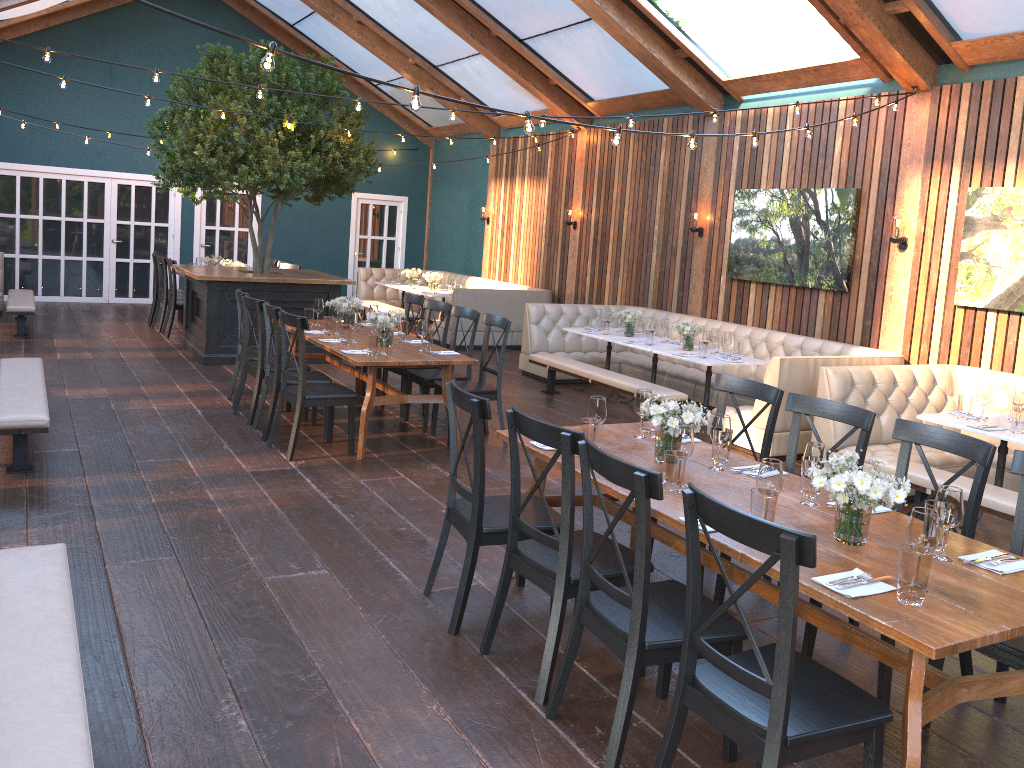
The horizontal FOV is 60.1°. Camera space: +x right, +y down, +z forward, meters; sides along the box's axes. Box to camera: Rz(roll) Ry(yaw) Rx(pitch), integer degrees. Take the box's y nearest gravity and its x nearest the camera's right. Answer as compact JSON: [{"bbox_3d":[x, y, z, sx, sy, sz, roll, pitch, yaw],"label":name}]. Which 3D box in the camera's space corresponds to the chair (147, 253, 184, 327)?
[{"bbox_3d":[-4.941,-1.352,12.737,0.539,1.013,0.481,1,8,-24],"label":"chair"}]

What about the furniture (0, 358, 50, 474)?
[{"bbox_3d":[-3.519,0.180,6.338,0.313,0.396,2.349,0,11,-29],"label":"furniture"}]

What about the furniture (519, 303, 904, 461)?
[{"bbox_3d":[1.847,-0.190,9.288,1.709,0.852,4.194,-1,11,-29],"label":"furniture"}]

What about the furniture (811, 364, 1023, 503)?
[{"bbox_3d":[4.024,0.649,5.365,1.709,0.852,4.194,-1,11,-29],"label":"furniture"}]

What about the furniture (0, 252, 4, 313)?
[{"bbox_3d":[-7.357,-1.145,11.039,1.709,0.852,4.194,-1,11,-29],"label":"furniture"}]

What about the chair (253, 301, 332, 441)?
[{"bbox_3d":[-1.711,-0.114,6.959,0.539,1.013,0.481,1,8,-26],"label":"chair"}]

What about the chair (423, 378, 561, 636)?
[{"bbox_3d":[-0.057,0.520,3.995,0.539,1.013,0.481,1,7,-22],"label":"chair"}]

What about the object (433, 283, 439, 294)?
[{"bbox_3d":[-1.158,-1.442,13.386,0.092,0.157,0.092,-3,10,-43],"label":"object"}]

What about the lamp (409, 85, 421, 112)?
[{"bbox_3d":[-0.442,-1.309,4.056,0.056,0.120,0.057,0,8,-30],"label":"lamp"}]

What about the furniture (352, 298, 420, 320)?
[{"bbox_3d":[-2.063,-1.064,14.042,0.313,0.396,2.349,0,11,-29],"label":"furniture"}]

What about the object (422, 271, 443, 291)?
[{"bbox_3d":[-1.259,-1.634,14.006,0.336,0.307,0.331,6,8,13],"label":"object"}]

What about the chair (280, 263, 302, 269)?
[{"bbox_3d":[-3.276,-1.171,12.372,0.480,1.013,0.540,11,10,43],"label":"chair"}]

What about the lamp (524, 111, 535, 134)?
[{"bbox_3d":[0.092,-1.361,4.604,0.056,0.119,0.057,1,7,-24],"label":"lamp"}]

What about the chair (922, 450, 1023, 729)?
[{"bbox_3d":[1.858,0.801,3.159,0.539,1.013,0.481,0,8,-29],"label":"chair"}]

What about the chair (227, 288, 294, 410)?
[{"bbox_3d":[-2.240,-0.323,7.937,0.539,1.013,0.481,1,8,-24],"label":"chair"}]

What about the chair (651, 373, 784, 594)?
[{"bbox_3d":[1.049,0.489,4.617,0.539,1.013,0.481,0,8,-29],"label":"chair"}]

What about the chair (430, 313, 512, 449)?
[{"bbox_3d":[-0.325,-0.040,7.095,0.539,1.013,0.481,1,8,-24],"label":"chair"}]

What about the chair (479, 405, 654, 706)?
[{"bbox_3d":[0.241,0.625,3.516,0.539,1.013,0.481,0,8,-32],"label":"chair"}]

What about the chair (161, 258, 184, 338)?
[{"bbox_3d":[-4.347,-1.146,11.796,0.539,1.013,0.481,0,8,-29],"label":"chair"}]

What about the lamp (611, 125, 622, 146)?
[{"bbox_3d":[0.610,-1.448,5.157,0.056,0.120,0.057,3,7,-10],"label":"lamp"}]

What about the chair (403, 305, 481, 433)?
[{"bbox_3d":[-0.595,-0.144,7.580,0.539,1.013,0.481,0,8,-29],"label":"chair"}]

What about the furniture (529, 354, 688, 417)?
[{"bbox_3d":[0.860,0.062,8.774,0.313,0.396,2.349,0,11,-29],"label":"furniture"}]

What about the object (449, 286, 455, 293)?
[{"bbox_3d":[-0.938,-1.507,13.845,0.092,0.157,0.092,-3,10,-43],"label":"object"}]

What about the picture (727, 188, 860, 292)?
[{"bbox_3d":[2.879,-1.533,9.225,0.065,0.990,1.664,1,9,-29],"label":"picture"}]

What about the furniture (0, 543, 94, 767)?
[{"bbox_3d":[-1.344,1.018,2.417,0.313,0.396,2.349,0,11,-29],"label":"furniture"}]

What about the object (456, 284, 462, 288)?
[{"bbox_3d":[-0.818,-1.434,13.477,0.092,0.157,0.092,-3,10,-43],"label":"object"}]

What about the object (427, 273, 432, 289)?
[{"bbox_3d":[-1.342,-1.674,14.392,0.092,0.243,0.093,6,7,18],"label":"object"}]

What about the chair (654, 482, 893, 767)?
[{"bbox_3d":[0.757,0.831,2.546,0.539,1.013,0.481,0,8,-29],"label":"chair"}]

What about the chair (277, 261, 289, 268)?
[{"bbox_3d":[-3.537,-1.278,12.882,0.539,1.013,0.481,0,8,-29],"label":"chair"}]

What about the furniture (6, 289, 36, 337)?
[{"bbox_3d":[-6.442,-0.947,11.605,0.313,0.396,2.349,0,11,-29],"label":"furniture"}]

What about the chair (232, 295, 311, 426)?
[{"bbox_3d":[-2.002,-0.218,7.434,0.540,1.013,0.481,-1,8,-34],"label":"chair"}]

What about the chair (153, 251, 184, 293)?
[{"bbox_3d":[-5.141,-1.458,13.261,0.539,1.013,0.481,1,8,-24],"label":"chair"}]

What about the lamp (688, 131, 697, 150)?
[{"bbox_3d":[1.160,-1.564,5.681,0.056,0.120,0.057,-2,9,-42],"label":"lamp"}]

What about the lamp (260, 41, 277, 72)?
[{"bbox_3d":[-0.963,-1.294,3.492,0.056,0.119,0.057,7,7,20],"label":"lamp"}]

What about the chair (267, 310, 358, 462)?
[{"bbox_3d":[-1.442,-0.011,6.474,0.540,1.013,0.481,-1,8,-34],"label":"chair"}]

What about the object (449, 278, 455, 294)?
[{"bbox_3d":[-0.914,-1.491,13.517,0.092,0.243,0.093,6,7,18],"label":"object"}]

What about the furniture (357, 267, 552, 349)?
[{"bbox_3d":[-1.059,-1.311,14.527,1.709,0.852,4.194,-1,11,-29],"label":"furniture"}]

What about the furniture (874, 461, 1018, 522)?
[{"bbox_3d":[3.035,0.901,4.854,0.313,0.396,2.349,0,11,-29],"label":"furniture"}]

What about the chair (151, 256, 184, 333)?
[{"bbox_3d":[-4.659,-1.249,12.258,0.540,1.013,0.481,-1,8,-34],"label":"chair"}]

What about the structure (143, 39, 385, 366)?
[{"bbox_3d":[-2.951,-2.183,10.577,2.713,3.669,2.876,1,8,-21],"label":"structure"}]

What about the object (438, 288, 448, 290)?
[{"bbox_3d":[-1.185,-1.549,14.389,0.255,0.019,0.159,-1,11,-29],"label":"object"}]

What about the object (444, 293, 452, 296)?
[{"bbox_3d":[-0.938,-1.353,13.364,0.157,0.019,0.257,-1,11,-29],"label":"object"}]

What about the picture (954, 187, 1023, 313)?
[{"bbox_3d":[4.228,-1.015,6.807,0.065,0.990,1.664,1,9,-29],"label":"picture"}]

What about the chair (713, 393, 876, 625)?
[{"bbox_3d":[1.319,0.593,4.131,0.540,1.013,0.481,-1,8,-34],"label":"chair"}]

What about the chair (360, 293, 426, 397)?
[{"bbox_3d":[-1.134,-0.352,8.552,0.539,1.013,0.481,0,8,-29],"label":"chair"}]

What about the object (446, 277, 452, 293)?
[{"bbox_3d":[-0.980,-1.535,13.741,0.092,0.243,0.093,6,7,18],"label":"object"}]

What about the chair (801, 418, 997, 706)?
[{"bbox_3d":[1.588,0.697,3.646,0.539,1.013,0.481,1,8,-24],"label":"chair"}]

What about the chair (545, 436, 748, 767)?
[{"bbox_3d":[0.482,0.727,3.029,0.539,1.013,0.481,1,8,-24],"label":"chair"}]

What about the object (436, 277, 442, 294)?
[{"bbox_3d":[-1.110,-1.499,13.480,0.092,0.243,0.093,6,7,18],"label":"object"}]

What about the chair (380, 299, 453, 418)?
[{"bbox_3d":[-0.864,-0.248,8.066,0.540,1.013,0.481,-1,8,-34],"label":"chair"}]

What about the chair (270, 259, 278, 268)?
[{"bbox_3d":[-3.806,-1.382,13.369,0.539,1.013,0.481,1,8,-24],"label":"chair"}]
